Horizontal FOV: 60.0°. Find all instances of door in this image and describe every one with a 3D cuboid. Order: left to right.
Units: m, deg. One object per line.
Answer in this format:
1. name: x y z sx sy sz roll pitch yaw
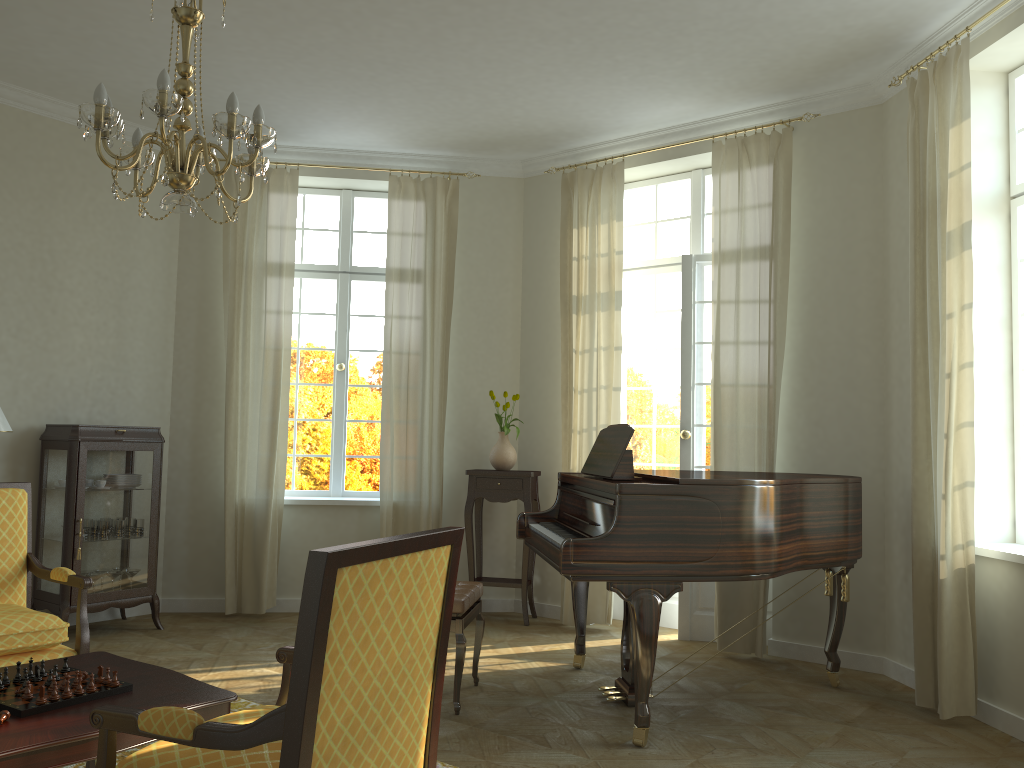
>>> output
1. door: 1.235 0.433 6.344 1.385 2.690 0.425 -2 -5 38

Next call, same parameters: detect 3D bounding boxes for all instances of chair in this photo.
1. chair: -2.454 0.953 3.454 0.680 1.083 1.389 -2 -5 37
2. chair: -0.578 0.913 2.231 0.671 1.083 0.730 0 -4 22
3. chair: -0.381 1.346 4.622 0.385 0.563 0.638 1 -4 8

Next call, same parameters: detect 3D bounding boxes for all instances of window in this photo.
1. window: -1.392 -0.346 7.263 1.400 2.550 0.181 2 -4 -7
2. window: 1.386 -1.255 6.606 1.380 0.680 0.055 -2 -5 38
3. window: 2.749 -0.471 4.055 0.181 2.550 1.400 2 -4 -7

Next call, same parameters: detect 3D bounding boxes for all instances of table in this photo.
1. table: -1.501 1.228 2.769 0.922 0.494 0.932 -2 -5 39
2. table: -0.075 1.215 6.712 0.522 1.114 0.344 0 -4 13

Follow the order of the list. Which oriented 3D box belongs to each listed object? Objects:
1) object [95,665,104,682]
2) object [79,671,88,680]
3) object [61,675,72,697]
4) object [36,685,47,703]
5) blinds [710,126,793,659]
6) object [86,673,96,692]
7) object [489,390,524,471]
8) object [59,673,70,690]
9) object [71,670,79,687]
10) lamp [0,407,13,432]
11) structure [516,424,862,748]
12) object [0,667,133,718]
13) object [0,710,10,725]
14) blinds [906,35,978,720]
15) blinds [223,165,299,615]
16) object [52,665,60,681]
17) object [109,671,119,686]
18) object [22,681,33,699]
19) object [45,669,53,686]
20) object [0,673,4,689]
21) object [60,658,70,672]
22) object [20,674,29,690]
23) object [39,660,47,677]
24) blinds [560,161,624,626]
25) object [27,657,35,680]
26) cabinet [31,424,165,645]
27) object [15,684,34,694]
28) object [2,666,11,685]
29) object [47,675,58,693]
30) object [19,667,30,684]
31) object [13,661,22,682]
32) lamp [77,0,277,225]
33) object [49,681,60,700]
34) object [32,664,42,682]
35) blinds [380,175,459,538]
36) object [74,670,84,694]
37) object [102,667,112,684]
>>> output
1. object: -1.351 0.948 2.909 0.030 0.052 0.030 2 -4 -5
2. object: -1.408 0.956 2.892 0.030 0.030 0.052 1 -4 0
3. object: -1.370 0.929 2.733 0.030 0.064 0.030 2 -4 -5
4. object: -1.414 0.929 2.665 0.030 0.052 0.030 2 -4 -5
5. blinds: 1.531 0.030 5.735 0.554 3.386 0.162 -1 -5 33
6. object: -1.327 0.939 2.799 0.030 0.055 0.030 2 -4 -5
7. object: -0.059 0.356 6.769 0.264 0.609 0.242 3 -4 -28
8. object: -1.416 0.940 2.809 0.030 0.050 0.030 2 -4 -5
9. object: -1.394 0.943 2.840 0.030 0.050 0.030 2 -4 -5
10. lamp: -3.211 0.829 5.261 0.381 1.552 0.380 -2 -5 43
11. structure: 1.037 0.945 4.718 1.856 1.439 1.514 2 -4 -7
12. object: -1.478 0.974 2.822 0.360 0.021 0.360 -1 -5 33
13. object: -1.452 0.950 2.528 0.030 0.030 0.047 2 -4 -15
14. blinds: 2.179 -0.036 4.569 0.162 3.384 0.554 1 -4 -2
15. blinds: -1.956 0.015 6.675 0.554 3.385 0.162 1 -4 -2
16. object: -1.497 0.945 2.907 0.030 0.050 0.030 2 -4 -5
17. object: -1.284 0.950 2.866 0.030 0.044 0.030 2 -4 -5
18. object: -1.478 0.932 2.706 0.030 0.050 0.030 2 -4 -5
19. object: -1.485 0.942 2.851 0.030 0.050 0.030 2 -4 -5
20. object: -1.615 0.935 2.795 0.030 0.050 0.030 2 -4 -5
21. object: -1.519 0.955 3.018 0.030 0.044 0.030 2 -4 -5
22. object: -1.528 0.936 2.786 0.030 0.050 0.030 2 -4 -5
23. object: -1.562 0.944 2.951 0.030 0.055 0.030 2 -4 -5
24. blinds: 0.579 0.067 6.535 0.552 3.386 0.159 -1 -5 35
25. object: -1.584 0.934 2.918 0.030 0.069 0.030 2 -4 -5
26. cabinet: -2.790 0.976 5.998 0.542 1.386 0.733 -2 -5 38
27. object: -1.508 0.943 2.742 0.052 0.030 0.030 2 -4 -6
28. object: -1.627 0.936 2.850 0.030 0.055 0.030 2 -4 -5
29. object: -1.437 0.938 2.778 0.030 0.050 0.030 2 -4 -5
30. object: -1.572 0.941 2.862 0.030 0.050 0.030 2 -4 -5
31. object: -1.606 0.934 2.884 0.030 0.064 0.030 2 -4 -5
32. lamp: -1.197 -1.357 3.275 0.661 1.466 0.662 1 -4 8
33. object: -1.392 0.931 2.699 0.030 0.055 0.030 2 -4 -5
34. object: -1.549 0.942 2.895 0.030 0.052 0.030 4 -5 -35
35. blinds: -0.730 0.058 6.878 0.552 3.381 0.159 2 -4 -4
36. object: -1.348 0.929 2.766 0.030 0.069 0.030 2 -4 -5
37. object: -1.317 0.948 2.888 0.030 0.050 0.030 2 -4 -5
